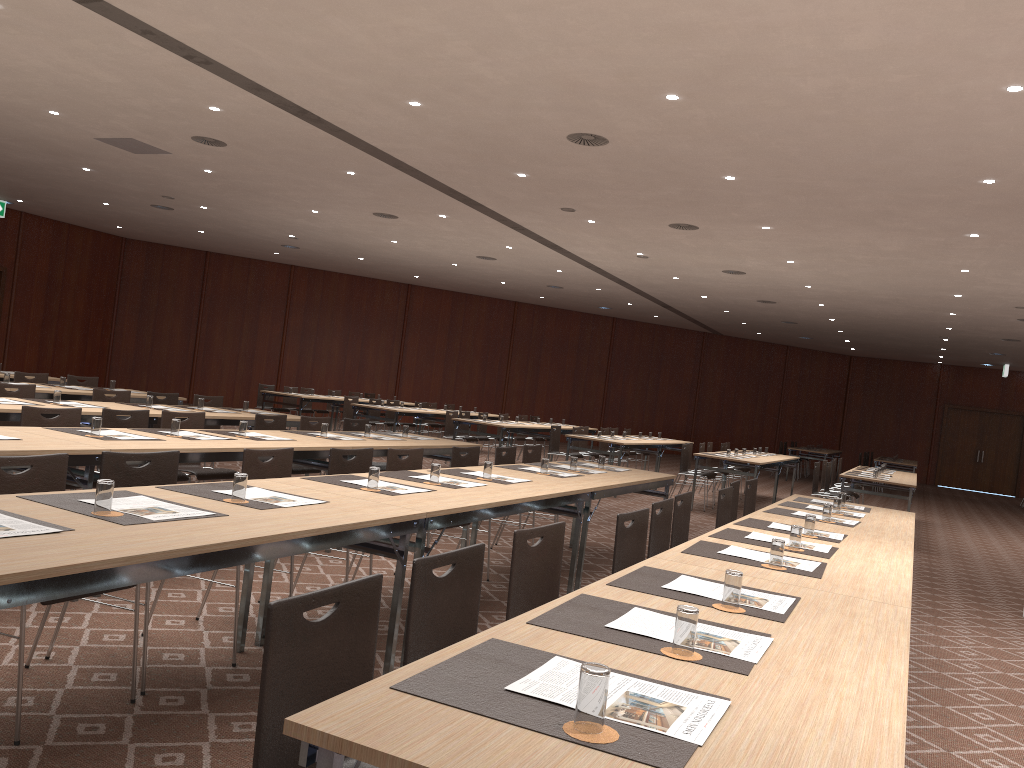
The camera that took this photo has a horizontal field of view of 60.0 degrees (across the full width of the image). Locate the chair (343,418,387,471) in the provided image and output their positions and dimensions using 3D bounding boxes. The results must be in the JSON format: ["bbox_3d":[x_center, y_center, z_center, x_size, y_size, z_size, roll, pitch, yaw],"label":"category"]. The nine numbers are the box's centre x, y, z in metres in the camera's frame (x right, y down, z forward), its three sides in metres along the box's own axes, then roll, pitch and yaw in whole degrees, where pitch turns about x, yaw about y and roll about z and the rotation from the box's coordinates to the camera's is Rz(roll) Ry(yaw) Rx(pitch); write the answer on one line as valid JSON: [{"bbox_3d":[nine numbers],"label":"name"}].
[{"bbox_3d":[-1.484,0.831,8.918,0.613,0.939,0.536,7,0,26],"label":"chair"}]

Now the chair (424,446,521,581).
[{"bbox_3d":[-0.269,0.973,6.901,0.613,0.939,0.536,7,0,27],"label":"chair"}]

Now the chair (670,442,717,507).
[{"bbox_3d":[2.887,1.407,13.931,0.613,0.939,0.536,7,0,26],"label":"chair"}]

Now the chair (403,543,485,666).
[{"bbox_3d":[-0.087,0.972,2.530,0.613,0.939,0.536,7,0,25],"label":"chair"}]

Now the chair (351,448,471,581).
[{"bbox_3d":[-0.636,0.922,5.999,0.613,0.939,0.536,7,0,27],"label":"chair"}]

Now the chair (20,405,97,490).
[{"bbox_3d":[-2.930,0.632,5.761,0.613,0.939,0.536,7,0,26],"label":"chair"}]

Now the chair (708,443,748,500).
[{"bbox_3d":[3.907,1.546,15.909,0.613,0.939,0.536,7,0,24],"label":"chair"}]

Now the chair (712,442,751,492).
[{"bbox_3d":[4.129,1.577,16.496,0.613,0.939,0.536,7,0,23],"label":"chair"}]

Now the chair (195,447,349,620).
[{"bbox_3d":[-1.248,0.839,4.847,0.613,0.939,0.536,7,0,22],"label":"chair"}]

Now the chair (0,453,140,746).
[{"bbox_3d":[-1.824,0.759,3.407,0.613,0.939,0.536,7,0,22],"label":"chair"}]

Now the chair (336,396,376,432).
[{"bbox_3d":[-2.788,0.705,15.853,0.613,0.939,0.536,7,0,25],"label":"chair"}]

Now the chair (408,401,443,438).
[{"bbox_3d":[-1.755,0.845,17.861,0.613,0.939,0.536,7,0,26],"label":"chair"}]

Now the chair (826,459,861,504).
[{"bbox_3d":[5.392,1.724,14.484,0.613,0.939,0.536,7,0,23],"label":"chair"}]

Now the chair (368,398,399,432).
[{"bbox_3d":[-2.435,0.752,16.377,0.613,0.939,0.536,7,0,22],"label":"chair"}]

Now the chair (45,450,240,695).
[{"bbox_3d":[-1.603,0.789,3.990,0.613,0.939,0.536,7,0,26],"label":"chair"}]

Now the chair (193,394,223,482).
[{"bbox_3d":[-3.295,0.609,9.834,0.613,0.939,0.536,7,0,26],"label":"chair"}]

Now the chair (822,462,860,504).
[{"bbox_3d":[4.798,1.642,13.086,0.613,0.939,0.536,7,0,27],"label":"chair"}]

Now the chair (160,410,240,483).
[{"bbox_3d":[-2.473,0.696,6.859,0.613,0.939,0.536,7,0,27],"label":"chair"}]

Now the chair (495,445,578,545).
[{"bbox_3d":[0.287,1.049,8.196,0.613,0.939,0.536,7,0,24],"label":"chair"}]

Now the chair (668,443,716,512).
[{"bbox_3d":[2.717,1.382,13.313,0.613,0.939,0.536,7,0,27],"label":"chair"}]

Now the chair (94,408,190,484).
[{"bbox_3d":[-2.699,0.665,6.366,0.613,0.939,0.536,7,0,23],"label":"chair"}]

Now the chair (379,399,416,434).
[{"bbox_3d":[-2.196,0.785,17.000,0.613,0.939,0.536,7,0,27],"label":"chair"}]

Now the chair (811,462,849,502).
[{"bbox_3d":[4.434,1.593,12.537,0.613,0.939,0.536,7,0,28],"label":"chair"}]

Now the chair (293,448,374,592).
[{"bbox_3d":[-0.914,0.884,5.493,0.613,0.939,0.536,7,0,27],"label":"chair"}]

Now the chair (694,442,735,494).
[{"bbox_3d":[3.545,1.497,15.367,0.613,0.939,0.536,7,0,23],"label":"chair"}]

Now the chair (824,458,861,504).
[{"bbox_3d":[5.653,1.761,15.196,0.613,0.939,0.536,7,0,27],"label":"chair"}]

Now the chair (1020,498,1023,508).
[{"bbox_3d":[13.778,2.824,23.299,0.613,0.939,0.536,7,0,23],"label":"chair"}]

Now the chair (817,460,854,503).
[{"bbox_3d":[4.937,1.663,13.636,0.613,0.939,0.536,7,0,27],"label":"chair"}]

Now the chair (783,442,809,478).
[{"bbox_3d":[7.918,2.096,24.591,0.613,0.939,0.536,7,0,23],"label":"chair"}]

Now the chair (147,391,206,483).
[{"bbox_3d":[-3.584,0.569,9.286,0.613,0.939,0.536,7,0,24],"label":"chair"}]

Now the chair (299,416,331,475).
[{"bbox_3d":[-1.780,0.791,8.373,0.613,0.939,0.536,7,0,27],"label":"chair"}]

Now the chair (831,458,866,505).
[{"bbox_3d":[5.959,1.802,15.721,0.613,0.939,0.536,7,0,23],"label":"chair"}]

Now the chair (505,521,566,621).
[{"bbox_3d":[0.195,1.011,3.227,0.613,0.939,0.536,7,0,28],"label":"chair"}]

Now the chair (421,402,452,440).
[{"bbox_3d":[-1.592,0.869,18.463,0.613,0.939,0.536,7,0,26],"label":"chair"}]

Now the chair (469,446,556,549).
[{"bbox_3d":[0.047,1.016,7.490,0.613,0.939,0.536,7,0,23],"label":"chair"}]

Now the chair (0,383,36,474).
[{"bbox_3d":[-4.270,0.475,7.707,0.613,0.939,0.536,7,0,23],"label":"chair"}]

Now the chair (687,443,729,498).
[{"bbox_3d":[3.233,1.454,14.542,0.613,0.939,0.536,7,0,22],"label":"chair"}]

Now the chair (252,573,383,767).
[{"bbox_3d":[-0.315,0.940,1.931,0.613,0.939,0.536,7,0,23],"label":"chair"}]

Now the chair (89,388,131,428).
[{"bbox_3d":[-3.817,0.536,8.595,0.613,0.939,0.536,7,0,27],"label":"chair"}]

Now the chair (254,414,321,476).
[{"bbox_3d":[-2.055,0.754,7.855,0.613,0.939,0.536,7,0,23],"label":"chair"}]

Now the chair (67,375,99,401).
[{"bbox_3d":[-5.118,0.385,10.707,0.613,0.939,0.536,7,0,25],"label":"chair"}]

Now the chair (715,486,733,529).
[{"bbox_3d":[1.562,1.198,6.027,0.613,0.939,0.536,7,0,25],"label":"chair"}]

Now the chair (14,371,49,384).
[{"bbox_3d":[-5.357,0.351,10.004,0.613,0.939,0.536,7,0,23],"label":"chair"}]

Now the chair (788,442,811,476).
[{"bbox_3d":[8.390,2.162,25.792,0.613,0.939,0.536,7,0,22],"label":"chair"}]

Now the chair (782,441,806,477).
[{"bbox_3d":[8.103,2.123,25.271,0.613,0.939,0.536,7,0,22],"label":"chair"}]

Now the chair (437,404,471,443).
[{"bbox_3d":[-1.240,0.917,19.086,0.613,0.939,0.536,7,0,24],"label":"chair"}]

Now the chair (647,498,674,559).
[{"bbox_3d":[0.902,1.108,4.688,0.613,0.939,0.536,7,0,24],"label":"chair"}]

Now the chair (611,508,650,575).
[{"bbox_3d":[0.654,1.073,4.045,0.613,0.939,0.536,7,0,27],"label":"chair"}]

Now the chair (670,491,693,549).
[{"bbox_3d":[1.122,1.138,5.250,0.613,0.939,0.536,7,0,24],"label":"chair"}]

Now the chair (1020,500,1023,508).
[{"bbox_3d":[13.794,2.827,23.334,0.613,0.939,0.536,7,0,27],"label":"chair"}]

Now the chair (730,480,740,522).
[{"bbox_3d":[1.812,1.233,6.755,0.613,0.939,0.536,7,0,22],"label":"chair"}]

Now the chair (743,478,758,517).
[{"bbox_3d":[2.066,1.267,7.227,0.613,0.939,0.536,7,0,26],"label":"chair"}]
